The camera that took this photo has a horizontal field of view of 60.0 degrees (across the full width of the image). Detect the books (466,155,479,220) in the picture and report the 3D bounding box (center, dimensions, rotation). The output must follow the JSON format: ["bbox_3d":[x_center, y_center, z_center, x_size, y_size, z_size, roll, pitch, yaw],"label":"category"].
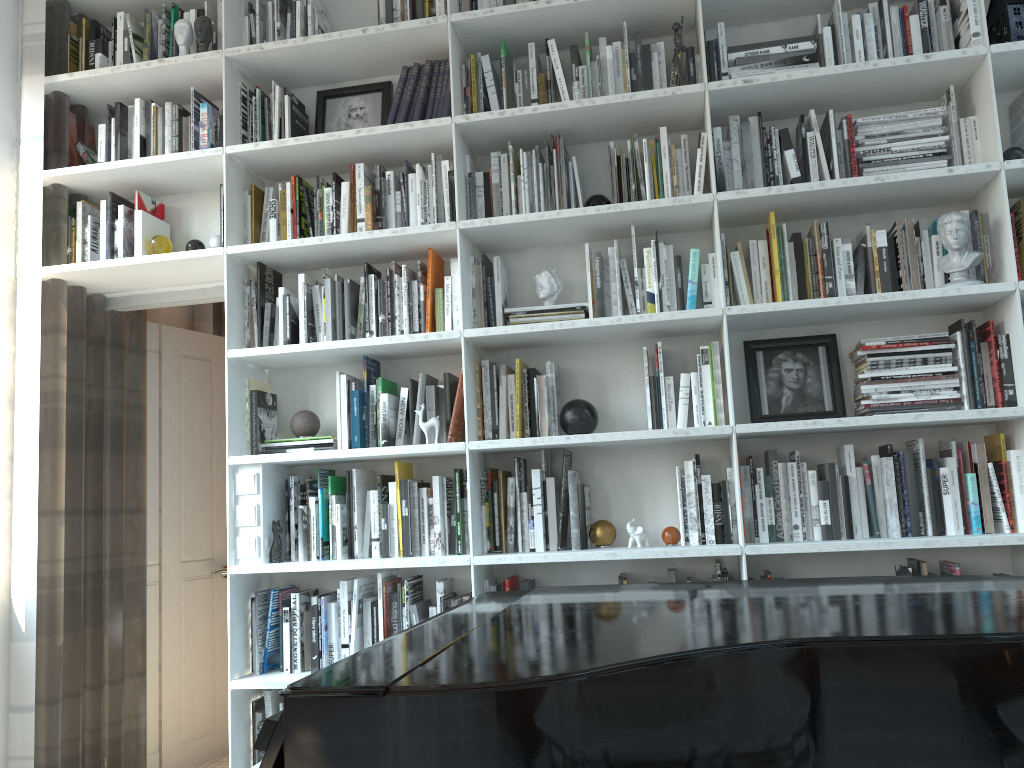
[{"bbox_3d":[-0.135,-0.657,3.183,0.012,0.284,0.159,-4,-7,10],"label":"books"}]

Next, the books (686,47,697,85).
[{"bbox_3d":[0.626,-1.040,3.087,0.028,0.211,0.134,-4,-7,10],"label":"books"}]

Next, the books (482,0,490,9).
[{"bbox_3d":[-0.078,-1.376,3.244,0.031,0.254,0.145,-4,-7,10],"label":"books"}]

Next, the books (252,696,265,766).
[{"bbox_3d":[-0.867,1.226,3.108,0.012,0.253,0.161,-4,-7,10],"label":"books"}]

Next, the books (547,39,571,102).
[{"bbox_3d":[0.182,-1.048,3.144,0.075,0.285,0.178,-4,-7,10],"label":"books"}]

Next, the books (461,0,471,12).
[{"bbox_3d":[-0.153,-1.363,3.251,0.029,0.237,0.156,-4,-7,10],"label":"books"}]

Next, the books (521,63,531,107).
[{"bbox_3d":[0.066,-1.005,3.170,0.029,0.218,0.158,-4,-7,10],"label":"books"}]

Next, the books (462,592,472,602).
[{"bbox_3d":[-0.135,0.833,3.012,0.026,0.235,0.140,-4,-7,10],"label":"books"}]

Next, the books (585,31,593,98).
[{"bbox_3d":[0.280,-1.065,3.136,0.012,0.307,0.145,-4,-7,10],"label":"books"}]

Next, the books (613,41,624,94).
[{"bbox_3d":[0.381,-1.048,3.121,0.028,0.260,0.136,-4,-7,10],"label":"books"}]

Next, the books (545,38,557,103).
[{"bbox_3d":[0.143,-1.056,3.179,0.013,0.315,0.135,-4,-7,10],"label":"books"}]

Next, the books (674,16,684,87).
[{"bbox_3d":[0.577,-1.085,3.076,0.058,0.302,0.175,-4,-7,10],"label":"books"}]

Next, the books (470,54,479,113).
[{"bbox_3d":[-0.120,-1.023,3.212,0.013,0.283,0.159,-4,-7,10],"label":"books"}]

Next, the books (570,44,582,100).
[{"bbox_3d":[0.236,-1.040,3.149,0.027,0.264,0.168,-4,-7,10],"label":"books"}]

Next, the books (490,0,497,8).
[{"bbox_3d":[-0.051,-1.362,3.233,0.023,0.219,0.181,-4,-8,10],"label":"books"}]

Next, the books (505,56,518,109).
[{"bbox_3d":[0.012,-1.013,3.175,0.031,0.241,0.181,-4,-7,10],"label":"books"}]

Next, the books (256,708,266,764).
[{"bbox_3d":[-0.849,1.244,3.102,0.023,0.215,0.159,-4,-7,10],"label":"books"}]

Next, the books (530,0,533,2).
[{"bbox_3d":[0.082,-1.367,3.227,0.012,0.215,0.150,-4,-7,10],"label":"books"}]

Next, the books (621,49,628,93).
[{"bbox_3d":[0.402,-1.036,3.112,0.013,0.230,0.142,-4,-7,10],"label":"books"}]

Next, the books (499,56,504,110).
[{"bbox_3d":[-0.019,-1.019,3.189,0.011,0.259,0.157,-4,-7,10],"label":"books"}]

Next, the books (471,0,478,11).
[{"bbox_3d":[-0.123,-1.336,3.258,0.024,0.182,0.133,-4,-7,10],"label":"books"}]

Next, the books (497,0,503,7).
[{"bbox_3d":[-0.029,-1.379,3.233,0.023,0.251,0.170,-4,-7,10],"label":"books"}]

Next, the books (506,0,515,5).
[{"bbox_3d":[0.007,-1.362,3.207,0.029,0.207,0.179,-4,-8,10],"label":"books"}]

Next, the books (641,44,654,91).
[{"bbox_3d":[0.477,-1.036,3.090,0.030,0.217,0.182,-4,-8,10],"label":"books"}]

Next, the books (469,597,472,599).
[{"bbox_3d":[-0.109,0.832,2.998,0.030,0.230,0.151,-4,-7,10],"label":"books"}]

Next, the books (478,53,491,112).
[{"bbox_3d":[-0.096,-1.027,3.206,0.010,0.287,0.148,-4,-7,10],"label":"books"}]

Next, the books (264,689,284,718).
[{"bbox_3d":[-0.799,1.200,3.086,0.044,0.293,0.181,-4,-7,10],"label":"books"}]

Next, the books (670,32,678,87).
[{"bbox_3d":[0.563,-1.065,3.077,0.055,0.263,0.167,-4,-7,10],"label":"books"}]

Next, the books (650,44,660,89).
[{"bbox_3d":[0.503,-1.040,3.089,0.022,0.222,0.161,-4,-7,10],"label":"books"}]

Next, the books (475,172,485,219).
[{"bbox_3d":[-0.098,-0.628,3.180,0.029,0.224,0.136,-4,-7,10],"label":"books"}]

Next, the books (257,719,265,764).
[{"bbox_3d":[-0.828,1.251,3.070,0.029,0.190,0.176,-4,-8,10],"label":"books"}]

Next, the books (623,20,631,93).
[{"bbox_3d":[0.410,-1.079,3.105,0.011,0.313,0.183,-4,-7,10],"label":"books"}]

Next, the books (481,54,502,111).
[{"bbox_3d":[-0.056,-1.022,3.204,0.067,0.274,0.168,-4,-7,10],"label":"books"}]

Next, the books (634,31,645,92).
[{"bbox_3d":[0.454,-1.067,3.119,0.022,0.290,0.147,-4,-7,10],"label":"books"}]

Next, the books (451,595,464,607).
[{"bbox_3d":[-0.165,0.834,2.981,0.023,0.227,0.190,-4,-8,10],"label":"books"}]

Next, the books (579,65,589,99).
[{"bbox_3d":[0.263,-1.000,3.132,0.028,0.179,0.168,-4,-8,10],"label":"books"}]

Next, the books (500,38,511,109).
[{"bbox_3d":[-0.011,-1.048,3.182,0.012,0.314,0.171,-4,-7,10],"label":"books"}]

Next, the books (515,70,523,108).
[{"bbox_3d":[0.042,-0.994,3.181,0.024,0.201,0.153,-4,-7,10],"label":"books"}]

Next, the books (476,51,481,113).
[{"bbox_3d":[-0.103,-1.034,3.231,0.014,0.308,0.130,-4,-7,10],"label":"books"}]

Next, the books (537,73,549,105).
[{"bbox_3d":[0.122,-0.989,3.167,0.034,0.180,0.160,-4,-8,10],"label":"books"}]

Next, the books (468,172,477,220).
[{"bbox_3d":[-0.123,-0.621,3.159,0.015,0.207,0.186,-4,-8,10],"label":"books"}]

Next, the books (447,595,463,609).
[{"bbox_3d":[-0.183,0.842,3.027,0.030,0.226,0.140,-4,-7,10],"label":"books"}]

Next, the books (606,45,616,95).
[{"bbox_3d":[0.355,-1.032,3.106,0.021,0.226,0.192,-4,-8,10],"label":"books"}]

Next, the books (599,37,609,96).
[{"bbox_3d":[0.335,-1.057,3.137,0.026,0.286,0.138,-4,-7,10],"label":"books"}]

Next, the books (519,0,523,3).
[{"bbox_3d":[0.042,-1.390,3.220,0.010,0.264,0.160,-4,-7,10],"label":"books"}]

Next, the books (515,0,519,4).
[{"bbox_3d":[0.031,-1.362,3.216,0.015,0.207,0.167,-4,-7,10],"label":"books"}]

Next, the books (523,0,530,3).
[{"bbox_3d":[0.064,-1.374,3.240,0.025,0.234,0.130,-4,-7,10],"label":"books"}]

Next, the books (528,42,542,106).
[{"bbox_3d":[0.089,-1.044,3.170,0.023,0.293,0.156,-4,-7,10],"label":"books"}]

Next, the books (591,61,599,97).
[{"bbox_3d":[0.305,-1.016,3.152,0.024,0.212,0.128,-4,-7,10],"label":"books"}]

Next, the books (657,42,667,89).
[{"bbox_3d":[0.528,-1.046,3.101,0.025,0.236,0.153,-4,-7,10],"label":"books"}]

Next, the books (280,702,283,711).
[{"bbox_3d":[-0.763,1.221,3.083,0.024,0.246,0.143,-4,-7,10],"label":"books"}]

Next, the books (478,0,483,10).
[{"bbox_3d":[-0.101,-1.384,3.269,0.021,0.278,0.141,-4,-7,10],"label":"books"}]

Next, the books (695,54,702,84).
[{"bbox_3d":[0.651,-1.033,3.088,0.019,0.194,0.098,-4,-7,10],"label":"books"}]

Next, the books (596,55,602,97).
[{"bbox_3d":[0.316,-1.019,3.123,0.010,0.208,0.173,-4,-8,10],"label":"books"}]

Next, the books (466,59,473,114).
[{"bbox_3d":[-0.139,-1.010,3.199,0.023,0.256,0.175,-4,-7,10],"label":"books"}]

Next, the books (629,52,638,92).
[{"bbox_3d":[0.433,-1.028,3.116,0.024,0.213,0.150,-4,-7,10],"label":"books"}]

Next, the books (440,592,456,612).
[{"bbox_3d":[-0.210,0.833,2.998,0.011,0.239,0.174,-4,-7,10],"label":"books"}]

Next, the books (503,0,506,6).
[{"bbox_3d":[-0.012,-1.380,3.226,0.012,0.249,0.174,-4,-7,10],"label":"books"}]
